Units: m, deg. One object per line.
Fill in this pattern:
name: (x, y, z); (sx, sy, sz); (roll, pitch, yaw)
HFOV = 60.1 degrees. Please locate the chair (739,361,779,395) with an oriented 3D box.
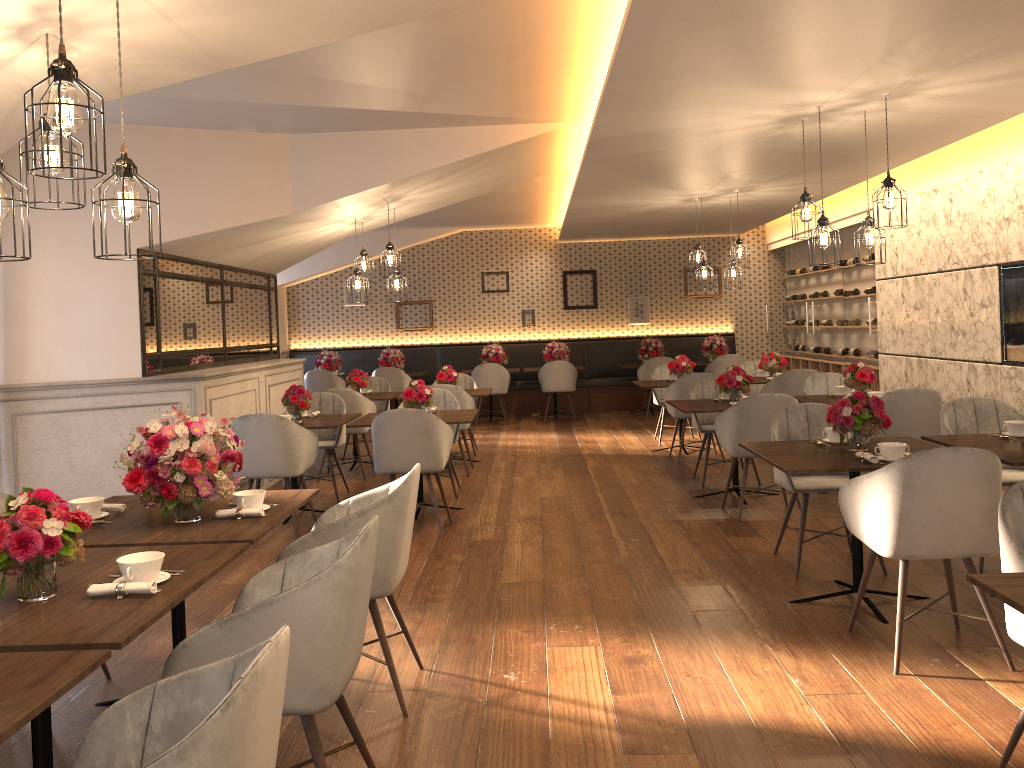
chair: (2.799, 0.183, 9.938); (0.565, 0.872, 0.527); (-2, 1, 1)

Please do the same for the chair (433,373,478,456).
chair: (-0.634, 0.331, 9.720); (0.565, 0.872, 0.527); (-2, 1, 1)

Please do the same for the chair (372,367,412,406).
chair: (-1.714, 0.182, 12.568); (0.565, 0.872, 0.527); (-2, 1, 1)

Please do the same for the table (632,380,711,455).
table: (1.775, 0.341, 9.307); (0.896, 0.720, 0.898); (-2, 3, 1)

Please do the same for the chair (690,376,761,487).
chair: (1.782, 0.387, 7.485); (0.565, 0.872, 0.527); (-2, 1, 1)

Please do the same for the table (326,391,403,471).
table: (-1.612, 0.487, 9.087); (0.896, 0.720, 0.898); (-2, 3, 1)

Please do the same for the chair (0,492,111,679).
chair: (-1.930, 0.804, 3.406); (0.526, 0.872, 0.565); (-2, 1, 1)

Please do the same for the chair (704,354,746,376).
chair: (3.032, 0.005, 12.454); (0.565, 0.872, 0.527); (-2, 1, 1)

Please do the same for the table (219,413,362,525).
table: (-1.667, 0.645, 6.764); (0.896, 0.720, 0.898); (-2, 3, 1)

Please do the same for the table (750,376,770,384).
table: (2.733, 0.305, 9.284); (0.896, 0.720, 0.898); (-2, 3, 1)

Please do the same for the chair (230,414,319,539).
chair: (-1.647, 0.613, 6.092); (0.565, 0.872, 0.527); (-2, 1, 1)

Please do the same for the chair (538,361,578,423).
chair: (0.659, 0.094, 12.511); (0.565, 0.872, 0.527); (-2, 1, 1)

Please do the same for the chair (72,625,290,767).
chair: (-0.648, 0.881, 1.514); (0.526, 0.872, 0.565); (-2, 1, 1)

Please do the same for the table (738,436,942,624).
table: (1.655, 0.684, 4.252); (0.896, 0.720, 0.898); (-2, 3, 1)

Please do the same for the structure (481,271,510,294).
structure: (-0.264, -1.622, 14.117); (0.449, 0.345, 0.016); (-2, 1, 1)

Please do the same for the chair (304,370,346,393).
chair: (-2.672, 0.217, 12.591); (0.565, 0.872, 0.527); (-2, 1, 1)

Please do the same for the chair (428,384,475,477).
chair: (-0.634, 0.420, 8.392); (0.565, 0.872, 0.527); (-2, 1, 1)

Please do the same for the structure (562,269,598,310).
structure: (1.083, -1.496, 14.084); (0.544, 0.632, 0.035); (-2, 1, 1)

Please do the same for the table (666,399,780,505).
table: (1.716, 0.509, 6.830); (0.896, 0.720, 0.898); (-2, 3, 1)

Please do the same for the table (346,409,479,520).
table: (-0.708, 0.609, 6.740); (0.896, 0.720, 0.898); (-2, 3, 1)

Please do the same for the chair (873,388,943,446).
chair: (2.694, 0.442, 6.134); (0.565, 0.872, 0.527); (-2, 1, 1)

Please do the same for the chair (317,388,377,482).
chair: (-1.592, 0.455, 8.415); (0.565, 0.872, 0.527); (-2, 1, 1)

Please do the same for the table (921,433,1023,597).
table: (2.613, 0.649, 4.229); (0.896, 0.720, 0.898); (-2, 3, 1)

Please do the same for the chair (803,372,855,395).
chair: (2.741, 0.351, 7.461); (0.565, 0.872, 0.527); (-2, 1, 1)

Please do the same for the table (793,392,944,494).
table: (2.675, 0.474, 6.806); (0.896, 0.720, 0.898); (-2, 3, 1)

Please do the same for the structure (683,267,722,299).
structure: (3.025, -1.600, 14.029); (0.601, 0.485, 0.032); (-2, 1, 1)

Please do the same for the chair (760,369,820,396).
chair: (2.753, 0.274, 8.611); (0.565, 0.872, 0.527); (-2, 1, 1)

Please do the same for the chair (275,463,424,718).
chair: (-0.603, 0.754, 3.392); (0.526, 0.872, 0.565); (-2, 1, 1)

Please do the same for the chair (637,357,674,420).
chair: (2.074, 0.041, 12.477); (0.565, 0.872, 0.527); (-2, 1, 1)

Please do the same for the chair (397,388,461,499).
chair: (-0.689, 0.489, 7.397); (0.565, 0.872, 0.527); (-2, 1, 1)

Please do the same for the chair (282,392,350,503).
chair: (-1.647, 0.524, 7.420); (0.565, 0.872, 0.527); (-2, 1, 1)

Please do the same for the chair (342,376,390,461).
chair: (-1.592, 0.366, 9.743); (0.565, 0.872, 0.527); (-2, 1, 1)

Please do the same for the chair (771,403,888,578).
chair: (1.721, 0.562, 4.907); (0.565, 0.872, 0.527); (-2, 1, 1)

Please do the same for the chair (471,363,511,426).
chair: (-0.299, 0.129, 12.534); (0.565, 0.872, 0.527); (-2, 1, 1)

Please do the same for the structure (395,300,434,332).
structure: (-1.556, -1.089, 14.143); (0.601, 0.485, 0.032); (-2, 1, 1)

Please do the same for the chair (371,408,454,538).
chair: (-0.689, 0.578, 6.069); (0.565, 0.872, 0.527); (-2, 1, 1)

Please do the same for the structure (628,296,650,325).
structure: (2.015, -1.167, 14.058); (0.340, 0.440, 0.034); (-2, 1, 1)

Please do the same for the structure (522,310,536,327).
structure: (0.264, -1.045, 14.108); (0.216, 0.277, 0.018); (-2, 1, 1)

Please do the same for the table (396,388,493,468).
table: (-0.653, 0.451, 9.064); (0.896, 0.720, 0.898); (-2, 3, 1)

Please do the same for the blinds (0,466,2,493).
blinds: (-3.448, -0.183, 5.207); (0.134, 2.697, 1.382); (-2, 1, 2)

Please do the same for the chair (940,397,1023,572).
chair: (2.679, 0.526, 4.884); (0.565, 0.872, 0.527); (-2, 1, 1)

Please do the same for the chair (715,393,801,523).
chair: (1.735, 0.478, 6.157); (0.565, 0.872, 0.527); (-2, 1, 1)

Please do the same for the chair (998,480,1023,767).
chair: (1.662, 0.730, 2.430); (0.565, 0.872, 0.527); (-2, 1, 1)

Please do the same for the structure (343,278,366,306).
structure: (-2.522, -1.470, 14.162); (0.340, 0.440, 0.034); (-2, 1, 1)

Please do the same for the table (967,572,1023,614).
table: (1.596, 0.853, 1.776); (0.896, 0.720, 0.898); (-2, 3, 1)

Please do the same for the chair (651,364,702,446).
chair: (1.841, 0.219, 9.961); (0.565, 0.872, 0.527); (-2, 1, 1)

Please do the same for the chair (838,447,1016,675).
chair: (1.674, 0.653, 3.580); (0.565, 0.872, 0.527); (-2, 1, 1)

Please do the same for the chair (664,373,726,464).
chair: (1.794, 0.309, 8.634); (0.565, 0.872, 0.527); (-2, 1, 1)

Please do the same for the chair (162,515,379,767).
chair: (-0.625, 0.818, 2.453); (0.526, 0.872, 0.565); (-2, 1, 1)
